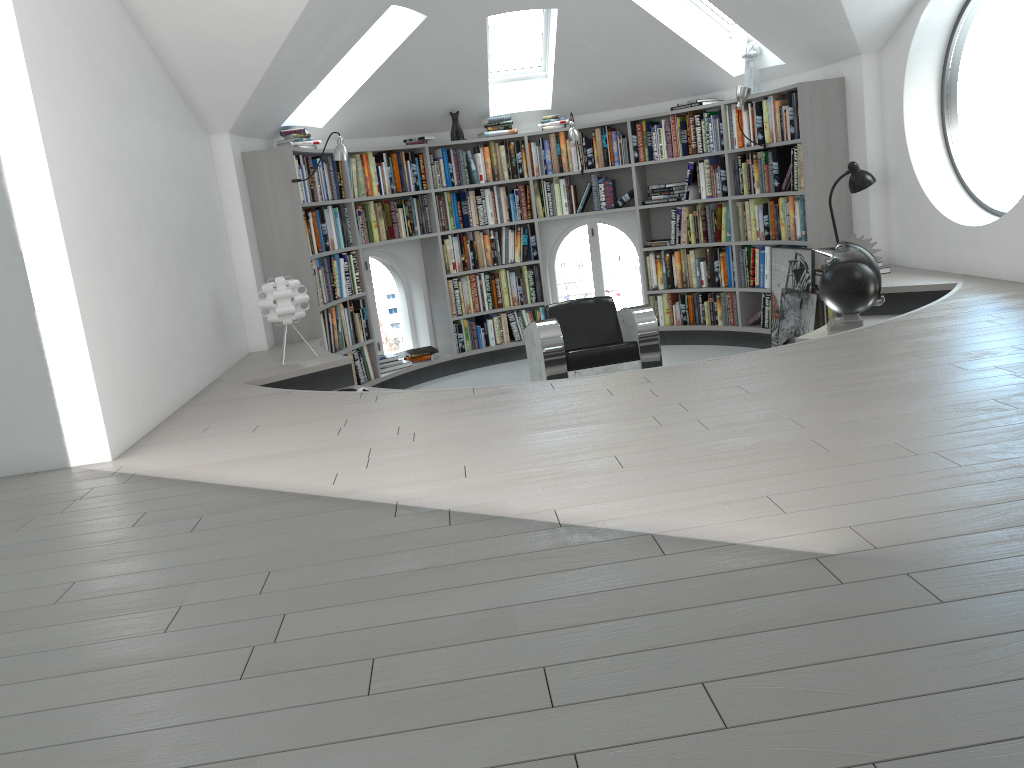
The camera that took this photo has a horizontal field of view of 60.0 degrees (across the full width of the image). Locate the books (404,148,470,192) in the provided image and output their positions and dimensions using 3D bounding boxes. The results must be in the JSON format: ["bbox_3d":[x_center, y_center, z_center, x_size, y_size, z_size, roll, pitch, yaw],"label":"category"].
[{"bbox_3d":[-0.716,-1.915,7.940,0.684,0.344,0.265,-13,12,-26],"label":"books"}]

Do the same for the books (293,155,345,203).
[{"bbox_3d":[-1.585,-1.544,6.707,0.300,0.359,1.039,-5,12,13],"label":"books"}]

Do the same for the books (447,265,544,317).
[{"bbox_3d":[-0.173,-0.885,8.280,1.033,0.355,0.294,-11,12,-18],"label":"books"}]

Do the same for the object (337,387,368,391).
[{"bbox_3d":[-0.903,0.076,4.969,0.219,0.082,0.473,-17,16,-39],"label":"object"}]

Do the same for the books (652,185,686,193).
[{"bbox_3d":[1.414,-1.754,7.967,0.214,0.036,0.227,-18,16,-42],"label":"books"}]

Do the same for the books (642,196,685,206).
[{"bbox_3d":[1.426,-1.662,7.984,0.388,0.042,0.367,1,15,36],"label":"books"}]

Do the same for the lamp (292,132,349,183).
[{"bbox_3d":[-1.364,-1.602,6.252,0.414,0.310,0.117,-9,11,-6],"label":"lamp"}]

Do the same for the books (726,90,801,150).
[{"bbox_3d":[2.072,-2.069,6.930,0.293,0.360,1.017,-12,13,-20],"label":"books"}]

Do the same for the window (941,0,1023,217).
[{"bbox_3d":[2.983,-1.715,5.225,0.104,1.462,1.478,-8,11,-3],"label":"window"}]

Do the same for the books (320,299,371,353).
[{"bbox_3d":[-1.433,-0.206,6.677,0.390,0.692,1.650,-6,12,7],"label":"books"}]

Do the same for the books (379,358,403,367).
[{"bbox_3d":[-1.135,-0.190,7.808,0.270,0.031,0.286,-13,13,-26],"label":"books"}]

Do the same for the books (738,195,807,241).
[{"bbox_3d":[2.180,-1.321,7.054,0.276,0.346,1.024,-11,12,-18],"label":"books"}]

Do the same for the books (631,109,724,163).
[{"bbox_3d":[1.486,-2.166,7.723,0.969,0.365,0.307,2,15,39],"label":"books"}]

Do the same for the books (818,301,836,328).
[{"bbox_3d":[2.350,-0.381,6.142,0.272,0.296,1.154,-5,12,11],"label":"books"}]

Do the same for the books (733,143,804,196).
[{"bbox_3d":[2.123,-1.694,6.988,0.280,0.356,1.056,-11,12,-17],"label":"books"}]

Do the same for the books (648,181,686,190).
[{"bbox_3d":[1.410,-1.785,7.961,0.270,0.031,0.287,-13,13,-23],"label":"books"}]

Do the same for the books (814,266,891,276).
[{"bbox_3d":[2.349,-0.781,6.138,0.365,0.042,0.390,-8,12,-3],"label":"books"}]

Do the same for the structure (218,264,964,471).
[{"bbox_3d":[0.504,-0.191,6.259,4.712,0.689,4.733,3,16,41],"label":"structure"}]

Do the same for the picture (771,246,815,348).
[{"bbox_3d":[2.168,-0.625,6.870,0.090,0.858,0.581,-10,11,-13],"label":"picture"}]

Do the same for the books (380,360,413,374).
[{"bbox_3d":[-1.131,-0.157,7.814,0.367,0.042,0.388,-16,15,-36],"label":"books"}]

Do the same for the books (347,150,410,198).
[{"bbox_3d":[-1.221,-1.767,7.502,0.269,0.371,0.797,2,15,39],"label":"books"}]

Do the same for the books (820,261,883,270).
[{"bbox_3d":[2.344,-0.817,6.131,0.286,0.034,0.306,-10,12,-13],"label":"books"}]

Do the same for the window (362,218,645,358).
[{"bbox_3d":[-0.228,-0.902,8.358,3.236,1.145,0.619,-11,11,-17],"label":"window"}]

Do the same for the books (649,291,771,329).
[{"bbox_3d":[1.845,-0.671,7.786,0.361,0.309,1.499,-17,15,-40],"label":"books"}]

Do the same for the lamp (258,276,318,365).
[{"bbox_3d":[-1.390,-0.399,5.475,0.306,0.522,0.307,-10,11,-14],"label":"lamp"}]

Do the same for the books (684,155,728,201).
[{"bbox_3d":[1.749,-1.785,7.638,0.553,0.349,0.257,3,15,42],"label":"books"}]

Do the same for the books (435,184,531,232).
[{"bbox_3d":[-0.296,-1.632,8.175,1.030,0.357,0.302,-11,12,-17],"label":"books"}]

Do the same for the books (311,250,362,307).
[{"bbox_3d":[-1.461,-0.803,6.831,0.260,0.357,1.026,-5,12,14],"label":"books"}]

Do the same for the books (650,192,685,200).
[{"bbox_3d":[1.422,-1.694,7.978,0.285,0.031,0.271,0,14,31],"label":"books"}]

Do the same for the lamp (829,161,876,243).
[{"bbox_3d":[2.332,-1.185,6.059,0.322,0.657,0.235,-5,11,12],"label":"lamp"}]

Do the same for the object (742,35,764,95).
[{"bbox_3d":[1.905,-2.536,7.063,0.179,0.470,0.180,-6,11,6],"label":"object"}]

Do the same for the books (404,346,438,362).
[{"bbox_3d":[-0.817,-0.264,7.998,0.318,0.099,0.293,-8,12,-2],"label":"books"}]

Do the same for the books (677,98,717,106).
[{"bbox_3d":[1.594,-2.423,7.634,0.234,0.027,0.248,-14,14,-30],"label":"books"}]

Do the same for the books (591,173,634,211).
[{"bbox_3d":[0.949,-1.779,8.118,0.399,0.339,0.225,-4,11,16],"label":"books"}]

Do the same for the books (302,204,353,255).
[{"bbox_3d":[-1.545,-1.171,6.797,0.303,0.346,1.095,-5,12,12],"label":"books"}]

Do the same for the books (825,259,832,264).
[{"bbox_3d":[2.340,-0.848,6.125,0.269,0.031,0.287,-6,12,7],"label":"books"}]

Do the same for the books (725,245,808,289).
[{"bbox_3d":[2.190,-0.959,7.182,0.304,0.357,1.188,-12,13,-22],"label":"books"}]

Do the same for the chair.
[{"bbox_3d":[0.563,-0.227,6.365,0.823,0.716,0.745,-9,11,-8],"label":"chair"}]

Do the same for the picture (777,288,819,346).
[{"bbox_3d":[2.159,-0.428,6.721,0.107,0.552,0.491,-10,11,-13],"label":"picture"}]

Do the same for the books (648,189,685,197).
[{"bbox_3d":[1.418,-1.724,7.972,0.270,0.031,0.286,-18,16,-42],"label":"books"}]

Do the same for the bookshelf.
[{"bbox_3d":[0.296,-1.212,7.473,4.333,1.870,2.120,-8,11,-3],"label":"bookshelf"}]

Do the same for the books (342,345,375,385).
[{"bbox_3d":[-1.388,-0.092,7.032,0.282,0.318,0.924,-4,12,15],"label":"books"}]

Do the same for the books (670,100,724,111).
[{"bbox_3d":[1.597,-2.396,7.639,0.318,0.036,0.336,-18,16,-40],"label":"books"}]

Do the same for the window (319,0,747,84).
[{"bbox_3d":[0.071,-2.931,7.155,4.056,0.709,1.942,-8,12,-3],"label":"window"}]

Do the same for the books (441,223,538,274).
[{"bbox_3d":[-0.235,-1.258,8.204,0.999,0.350,0.298,-12,12,-19],"label":"books"}]

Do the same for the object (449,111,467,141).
[{"bbox_3d":[-0.490,-2.311,7.959,0.147,0.263,0.203,-9,11,-6],"label":"object"}]

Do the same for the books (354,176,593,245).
[{"bbox_3d":[-0.422,-1.559,7.940,2.534,0.369,0.593,-12,13,-22],"label":"books"}]

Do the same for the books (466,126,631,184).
[{"bbox_3d":[0.327,-2.101,8.121,1.565,0.365,0.396,-7,11,2],"label":"books"}]

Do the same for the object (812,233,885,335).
[{"bbox_3d":[1.918,-0.578,5.047,0.321,0.559,0.321,-14,13,-30],"label":"object"}]

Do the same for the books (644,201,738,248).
[{"bbox_3d":[1.627,-1.415,7.810,0.974,0.350,0.253,2,15,38],"label":"books"}]

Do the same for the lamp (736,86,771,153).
[{"bbox_3d":[1.873,-2.040,6.835,0.275,0.522,0.113,-10,11,-12],"label":"lamp"}]

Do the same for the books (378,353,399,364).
[{"bbox_3d":[-1.139,-0.220,7.802,0.214,0.036,0.227,-13,13,-26],"label":"books"}]

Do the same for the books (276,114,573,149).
[{"bbox_3d":[-0.734,-2.158,7.601,2.823,0.172,0.749,-15,14,-32],"label":"books"}]

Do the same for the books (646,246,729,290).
[{"bbox_3d":[1.616,-1.049,7.940,0.872,0.349,0.273,2,14,37],"label":"books"}]

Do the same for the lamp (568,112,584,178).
[{"bbox_3d":[0.560,-2.112,7.865,0.113,0.563,0.359,-7,11,4],"label":"lamp"}]

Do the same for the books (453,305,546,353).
[{"bbox_3d":[-0.142,-0.529,8.337,1.020,0.305,0.289,-11,12,-18],"label":"books"}]
